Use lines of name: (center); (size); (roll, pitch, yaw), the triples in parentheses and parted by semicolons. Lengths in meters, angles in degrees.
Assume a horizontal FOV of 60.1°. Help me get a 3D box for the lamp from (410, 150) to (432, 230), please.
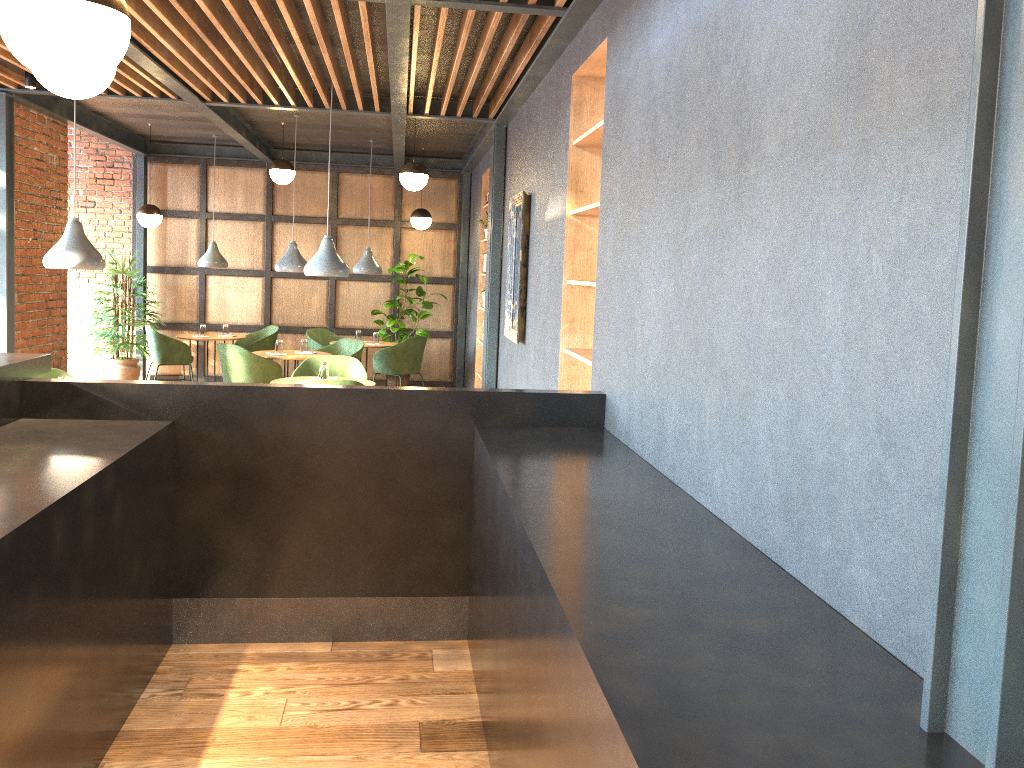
lamp: (-1.066, -3.810, 10.939); (0.269, 3.780, 0.269); (6, 6, 36)

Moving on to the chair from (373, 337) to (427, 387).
chair: (-1.320, -0.164, 10.423); (0.516, 0.815, 0.640); (5, 6, 29)

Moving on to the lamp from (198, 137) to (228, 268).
lamp: (-3.526, -3.637, 10.535); (0.353, 4.473, 0.353); (5, 5, 28)

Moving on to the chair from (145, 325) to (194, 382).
chair: (-4.081, -0.290, 10.541); (0.515, 0.815, 0.641); (-1, 6, -32)

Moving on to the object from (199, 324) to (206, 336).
object: (-3.721, -0.646, 10.662); (0.080, 0.137, 0.080); (-1, 6, -29)

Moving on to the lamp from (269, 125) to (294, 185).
lamp: (-2.388, -4.018, 9.348); (0.268, 3.780, 0.269); (0, 5, -28)

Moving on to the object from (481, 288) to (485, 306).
object: (-0.252, -1.008, 9.876); (0.213, 0.328, 0.233); (2, 5, -2)

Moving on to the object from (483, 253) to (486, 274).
object: (-0.197, -1.347, 9.883); (0.199, 0.240, 0.342); (1, 6, -12)

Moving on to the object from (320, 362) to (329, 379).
object: (-1.508, -0.107, 7.112); (0.080, 0.137, 0.080); (7, 7, 44)

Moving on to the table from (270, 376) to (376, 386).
table: (-1.494, 0.330, 6.992); (0.810, 0.684, 0.808); (8, 8, 42)

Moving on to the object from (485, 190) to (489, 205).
object: (-0.178, -2.120, 9.773); (0.204, 0.284, 0.519); (2, 7, -7)

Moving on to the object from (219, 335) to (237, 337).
object: (-3.486, -0.596, 10.868); (0.157, 0.019, 0.243); (-4, 10, -41)

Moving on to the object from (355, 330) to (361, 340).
object: (-1.863, -0.580, 10.732); (0.080, 0.137, 0.080); (-1, 6, -30)

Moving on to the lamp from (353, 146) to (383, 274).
lamp: (-1.637, -3.546, 10.419); (0.353, 4.473, 0.353); (5, 5, 28)

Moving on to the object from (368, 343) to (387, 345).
object: (-1.623, -0.480, 10.544); (0.158, 0.019, 0.243); (8, 9, 37)

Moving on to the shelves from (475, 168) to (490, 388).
shelves: (-0.200, -0.990, 9.868); (0.284, 2.696, 0.839); (2, 5, -7)

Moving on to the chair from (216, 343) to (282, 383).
chair: (-2.594, -0.001, 8.732); (0.640, 0.815, 0.516); (7, 7, 37)

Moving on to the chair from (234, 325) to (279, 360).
chair: (-3.221, -0.327, 11.109); (0.515, 0.815, 0.641); (-1, 6, -32)

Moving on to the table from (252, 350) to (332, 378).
table: (-2.272, 0.030, 9.108); (0.809, 0.684, 0.809); (6, 7, 34)

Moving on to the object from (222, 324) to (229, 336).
object: (-3.515, -0.663, 10.864); (0.080, 0.137, 0.080); (-1, 6, -29)

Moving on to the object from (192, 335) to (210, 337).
object: (-3.749, -0.580, 10.661); (0.157, 0.019, 0.243); (-4, 10, -41)

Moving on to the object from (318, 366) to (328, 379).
object: (-1.454, -0.069, 6.830); (0.080, 0.137, 0.080); (7, 7, 44)

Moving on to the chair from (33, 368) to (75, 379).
chair: (-3.191, 0.324, 5.974); (0.639, 0.815, 0.516); (-3, 7, -42)

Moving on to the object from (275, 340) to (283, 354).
object: (-2.360, -0.377, 8.974); (0.080, 0.137, 0.080); (5, 6, 30)

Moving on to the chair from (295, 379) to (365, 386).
chair: (-1.339, 0.339, 6.450); (0.638, 0.815, 0.517); (1, 5, -12)

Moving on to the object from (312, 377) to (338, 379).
object: (-1.494, -0.044, 7.143); (0.242, 0.019, 0.158); (1, 7, -8)

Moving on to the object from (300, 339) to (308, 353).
object: (-2.158, -0.395, 9.179); (0.080, 0.137, 0.080); (5, 6, 30)

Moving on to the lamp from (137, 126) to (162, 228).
lamp: (-4.012, -3.639, 9.844); (0.269, 3.780, 0.269); (6, 6, 36)

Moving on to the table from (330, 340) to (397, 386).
table: (-1.794, -0.150, 10.684); (0.807, 0.684, 0.811); (2, 6, -7)

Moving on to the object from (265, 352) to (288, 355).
object: (-2.388, -0.312, 8.972); (0.157, 0.019, 0.243); (-4, 10, -42)

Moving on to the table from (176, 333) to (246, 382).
table: (-3.674, -0.243, 10.821); (0.809, 0.684, 0.809); (6, 7, 32)

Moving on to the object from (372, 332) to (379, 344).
object: (-1.626, -0.550, 10.570); (0.080, 0.137, 0.080); (2, 5, 0)

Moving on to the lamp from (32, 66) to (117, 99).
lamp: (-1.383, -2.830, 2.794); (0.268, 3.780, 0.269); (2, 5, -6)

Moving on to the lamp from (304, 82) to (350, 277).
lamp: (-1.356, -3.069, 6.735); (0.353, 4.473, 0.353); (5, 5, 28)

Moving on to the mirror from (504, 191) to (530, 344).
mirror: (0.037, -0.874, 6.671); (0.061, 1.081, 0.772); (2, 5, -7)

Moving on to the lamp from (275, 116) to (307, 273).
lamp: (-2.143, -3.366, 8.833); (0.353, 4.473, 0.353); (5, 5, 28)

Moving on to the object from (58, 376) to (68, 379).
object: (-2.869, 0.022, 5.659); (0.080, 0.137, 0.080); (0, 6, -25)

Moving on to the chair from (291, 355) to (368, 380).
chair: (-1.563, 0.185, 7.590); (0.638, 0.815, 0.517); (2, 5, -7)

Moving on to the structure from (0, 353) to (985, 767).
structure: (-0.783, 0.690, 1.567); (2.916, 1.391, 4.944); (1, 7, -7)

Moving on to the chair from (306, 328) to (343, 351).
chair: (-2.227, -0.262, 10.908); (0.516, 0.815, 0.640); (5, 6, 24)

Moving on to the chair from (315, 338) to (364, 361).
chair: (-1.909, -0.071, 9.503); (0.640, 0.815, 0.515); (7, 7, 42)

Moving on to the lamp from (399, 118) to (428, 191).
lamp: (-0.844, -3.681, 8.109); (0.268, 3.780, 0.269); (-1, 6, -35)

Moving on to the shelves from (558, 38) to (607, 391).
shelves: (0.470, -0.294, 4.581); (0.284, 2.696, 0.839); (2, 5, -7)

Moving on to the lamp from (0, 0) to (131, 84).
lamp: (-0.922, -2.557, 1.831); (0.268, 3.780, 0.269); (1, 5, -17)

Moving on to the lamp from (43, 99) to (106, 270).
lamp: (-2.631, -2.943, 5.336); (0.353, 4.473, 0.353); (5, 5, 28)

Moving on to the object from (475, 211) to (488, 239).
object: (-0.236, -1.777, 9.873); (0.174, 0.328, 0.539); (0, 7, -28)

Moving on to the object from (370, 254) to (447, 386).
object: (-1.354, -0.773, 11.351); (1.057, 1.788, 0.724); (3, 5, 3)

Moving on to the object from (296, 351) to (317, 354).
object: (-2.129, -0.328, 9.185); (0.157, 0.019, 0.243); (-4, 10, -42)

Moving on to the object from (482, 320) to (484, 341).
object: (-0.260, -0.598, 9.940); (0.150, 0.256, 0.524); (2, 7, -8)

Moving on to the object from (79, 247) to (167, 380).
object: (-4.772, -0.815, 10.886); (0.979, 1.716, 0.916); (-2, 7, -42)
